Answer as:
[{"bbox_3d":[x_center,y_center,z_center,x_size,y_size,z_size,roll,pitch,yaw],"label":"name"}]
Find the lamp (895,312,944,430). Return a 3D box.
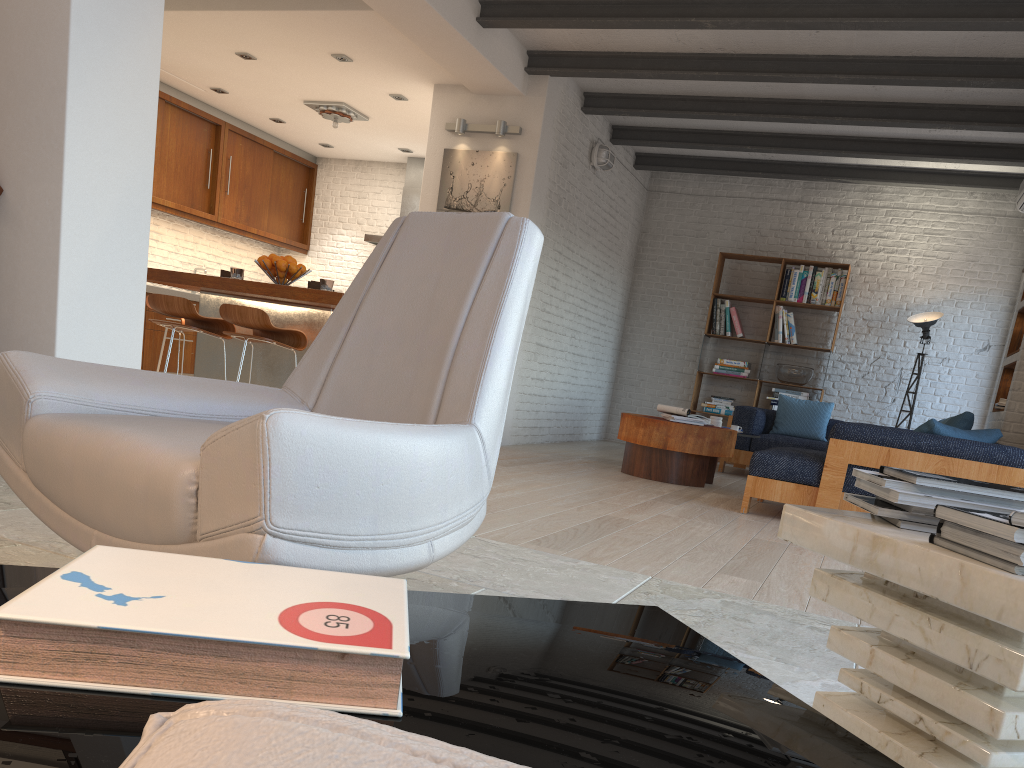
[{"bbox_3d":[4.045,0.204,8.537,0.508,1.890,0.842,7,9,-6],"label":"lamp"}]

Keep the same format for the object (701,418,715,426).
[{"bbox_3d":[1.533,0.297,6.877,0.146,0.057,0.172,9,2,11],"label":"object"}]

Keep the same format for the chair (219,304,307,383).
[{"bbox_3d":[-1.537,-0.054,5.207,0.400,0.793,0.416,12,9,21],"label":"chair"}]

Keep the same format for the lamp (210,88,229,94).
[{"bbox_3d":[-2.787,-2.814,8.308,0.122,0.056,0.123,10,3,21],"label":"lamp"}]

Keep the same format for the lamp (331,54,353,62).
[{"bbox_3d":[-1.325,-2.565,6.810,0.122,0.056,0.123,10,3,21],"label":"lamp"}]

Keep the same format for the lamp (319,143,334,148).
[{"bbox_3d":[-2.117,-2.738,9.944,0.122,0.056,0.123,10,3,21],"label":"lamp"}]

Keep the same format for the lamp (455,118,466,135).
[{"bbox_3d":[-0.413,-2.069,7.008,0.080,0.107,0.077,2,10,-40],"label":"lamp"}]

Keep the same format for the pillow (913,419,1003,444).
[{"bbox_3d":[2.577,0.387,5.211,0.568,0.336,0.366,7,6,-19],"label":"pillow"}]

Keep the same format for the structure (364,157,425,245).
[{"bbox_3d":[-1.100,-2.063,10.005,0.974,1.017,0.451,11,10,21],"label":"structure"}]

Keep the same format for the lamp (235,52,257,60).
[{"bbox_3d":[-2.174,-2.701,7.132,0.122,0.056,0.123,10,3,21],"label":"lamp"}]

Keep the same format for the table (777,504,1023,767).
[{"bbox_3d":[0.704,0.492,1.297,0.498,0.516,0.480,7,7,-18],"label":"table"}]

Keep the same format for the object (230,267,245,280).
[{"bbox_3d":[-1.789,-0.707,5.669,0.090,0.087,0.090,11,6,18],"label":"object"}]

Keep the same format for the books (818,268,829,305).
[{"bbox_3d":[3.252,-0.999,9.094,0.036,0.393,0.241,13,9,22],"label":"books"}]

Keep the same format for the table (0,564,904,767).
[{"bbox_3d":[-0.648,0.330,0.701,1.983,0.439,2.149,8,1,-18],"label":"table"}]

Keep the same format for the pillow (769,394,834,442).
[{"bbox_3d":[2.832,0.335,8.507,0.549,0.419,0.220,10,9,20],"label":"pillow"}]

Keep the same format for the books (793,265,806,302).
[{"bbox_3d":[3.021,-1.035,9.162,0.036,0.393,0.241,13,9,22],"label":"books"}]

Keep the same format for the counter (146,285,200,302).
[{"bbox_3d":[-2.087,-0.714,9.069,3.480,0.071,3.308,9,1,21],"label":"counter"}]

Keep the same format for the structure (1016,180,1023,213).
[{"bbox_3d":[3.959,-1.478,6.534,0.197,0.224,0.808,11,3,22],"label":"structure"}]

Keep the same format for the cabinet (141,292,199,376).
[{"bbox_3d":[-2.123,-1.266,9.396,4.807,2.903,2.201,8,7,-14],"label":"cabinet"}]

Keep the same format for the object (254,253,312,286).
[{"bbox_3d":[-1.486,-0.718,5.645,0.368,0.227,0.354,8,4,-13],"label":"object"}]

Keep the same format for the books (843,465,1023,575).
[{"bbox_3d":[0.726,0.198,1.187,0.388,0.081,0.559,9,1,6],"label":"books"}]

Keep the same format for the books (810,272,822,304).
[{"bbox_3d":[3.176,-0.982,9.097,0.055,0.337,0.251,13,8,22],"label":"books"}]

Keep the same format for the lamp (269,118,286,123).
[{"bbox_3d":[-2.451,-2.776,9.126,0.122,0.056,0.123,10,3,21],"label":"lamp"}]

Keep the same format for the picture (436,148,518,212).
[{"bbox_3d":[-0.327,-1.375,7.127,0.647,1.040,0.020,11,11,20],"label":"picture"}]

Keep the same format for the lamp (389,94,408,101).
[{"bbox_3d":[-0.989,-2.527,7.629,0.122,0.056,0.123,10,3,21],"label":"lamp"}]

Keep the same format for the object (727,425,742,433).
[{"bbox_3d":[1.853,0.376,7.278,0.153,0.058,0.267,9,1,15],"label":"object"}]

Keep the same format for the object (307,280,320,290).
[{"bbox_3d":[-1.247,-0.609,5.559,0.094,0.084,0.111,6,5,-23],"label":"object"}]

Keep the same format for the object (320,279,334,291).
[{"bbox_3d":[-1.159,-0.607,5.444,0.089,0.087,0.091,13,7,36],"label":"object"}]

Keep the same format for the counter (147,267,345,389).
[{"bbox_3d":[-1.313,-0.117,6.383,1.666,0.940,2.477,10,3,22],"label":"counter"}]

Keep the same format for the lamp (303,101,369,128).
[{"bbox_3d":[-1.691,-2.546,8.371,0.445,0.174,0.447,10,2,21],"label":"lamp"}]

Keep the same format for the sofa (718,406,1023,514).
[{"bbox_3d":[2.576,0.604,6.888,2.054,0.675,3.921,9,1,22],"label":"sofa"}]

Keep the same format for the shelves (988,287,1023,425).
[{"bbox_3d":[3.978,-0.376,6.670,0.189,1.462,0.758,13,10,22],"label":"shelves"}]

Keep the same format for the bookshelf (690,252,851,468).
[{"bbox_3d":[2.708,-0.199,9.385,1.301,2.256,0.359,12,11,20],"label":"bookshelf"}]

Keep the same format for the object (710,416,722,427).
[{"bbox_3d":[1.666,0.322,7.147,0.106,0.110,0.108,13,8,37],"label":"object"}]

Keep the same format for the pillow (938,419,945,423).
[{"bbox_3d":[3.705,0.493,7.639,0.240,0.407,1.097,12,3,21],"label":"pillow"}]

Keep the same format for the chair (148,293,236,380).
[{"bbox_3d":[-2.030,-0.133,5.393,0.400,0.793,0.416,12,9,21],"label":"chair"}]

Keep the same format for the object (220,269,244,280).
[{"bbox_3d":[-1.863,-0.707,5.797,0.113,0.084,0.093,10,6,21],"label":"object"}]

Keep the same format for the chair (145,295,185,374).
[{"bbox_3d":[-2.338,-0.191,6.080,0.417,0.794,0.398,12,10,21],"label":"chair"}]

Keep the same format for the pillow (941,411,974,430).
[{"bbox_3d":[3.187,0.409,6.399,0.251,0.425,1.202,12,3,22],"label":"pillow"}]

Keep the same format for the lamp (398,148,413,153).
[{"bbox_3d":[-1.169,-2.586,9.586,0.122,0.056,0.123,10,3,21],"label":"lamp"}]

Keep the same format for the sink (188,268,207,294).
[{"bbox_3d":[-3.248,-1.036,9.885,0.510,0.438,0.851,11,4,22],"label":"sink"}]

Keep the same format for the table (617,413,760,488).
[{"bbox_3d":[1.390,0.528,7.219,1.060,0.456,1.823,10,2,28],"label":"table"}]

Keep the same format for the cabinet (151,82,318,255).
[{"bbox_3d":[-3.286,-2.298,9.329,0.456,1.186,3.317,12,3,22],"label":"cabinet"}]

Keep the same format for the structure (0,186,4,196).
[{"bbox_3d":[-2.056,-1.852,3.966,10.033,4.231,13.751,10,2,22],"label":"structure"}]

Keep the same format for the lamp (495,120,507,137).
[{"bbox_3d":[-0.087,-2.017,6.885,0.080,0.107,0.077,2,10,-40],"label":"lamp"}]

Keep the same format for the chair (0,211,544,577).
[{"bbox_3d":[-0.441,0.052,1.924,1.005,1.040,0.971,13,8,38],"label":"chair"}]

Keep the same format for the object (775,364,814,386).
[{"bbox_3d":[3.007,-0.088,9.316,0.403,0.206,0.392,7,3,-27],"label":"object"}]
